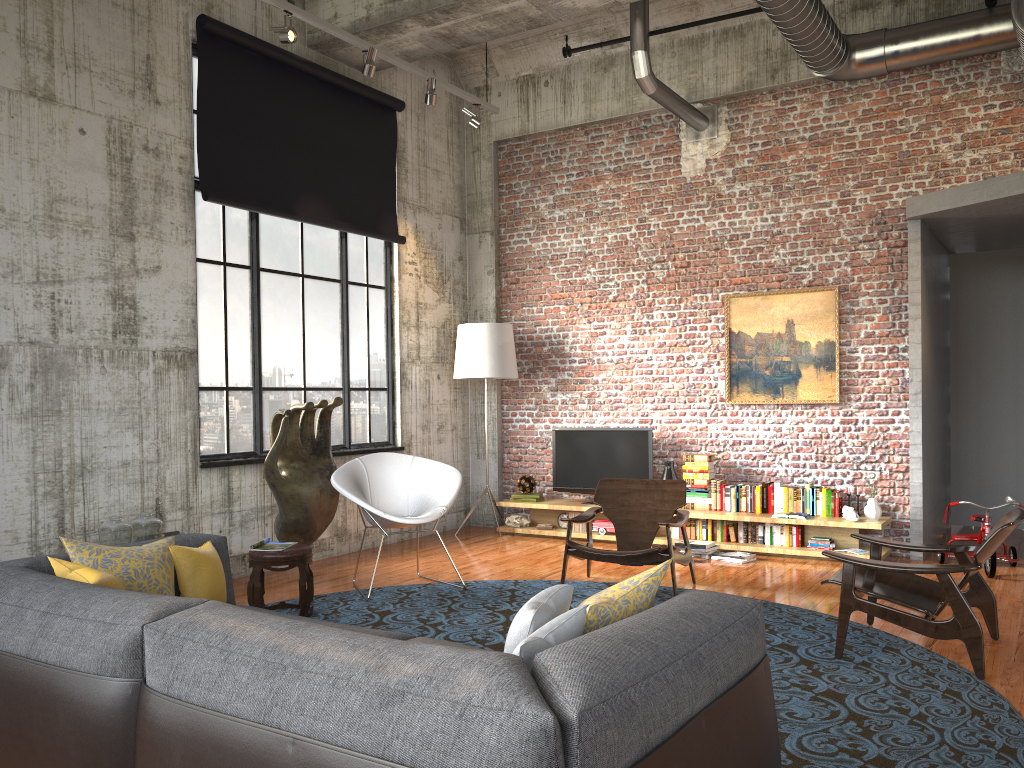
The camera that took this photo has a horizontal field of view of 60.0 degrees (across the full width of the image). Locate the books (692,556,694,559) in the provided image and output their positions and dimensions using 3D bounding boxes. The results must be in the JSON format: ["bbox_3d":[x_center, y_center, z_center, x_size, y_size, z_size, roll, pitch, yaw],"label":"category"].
[{"bbox_3d":[1.486,1.519,7.784,0.189,0.022,0.133,-1,-1,-7],"label":"books"}]

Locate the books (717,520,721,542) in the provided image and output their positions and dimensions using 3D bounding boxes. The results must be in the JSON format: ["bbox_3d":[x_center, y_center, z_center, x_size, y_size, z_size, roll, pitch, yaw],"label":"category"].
[{"bbox_3d":[1.979,1.380,8.381,0.039,0.208,0.151,0,0,32],"label":"books"}]

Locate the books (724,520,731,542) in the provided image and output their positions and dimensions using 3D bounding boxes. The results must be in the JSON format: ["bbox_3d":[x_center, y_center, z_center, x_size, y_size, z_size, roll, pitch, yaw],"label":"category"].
[{"bbox_3d":[2.031,1.373,8.344,0.030,0.220,0.158,0,0,32],"label":"books"}]

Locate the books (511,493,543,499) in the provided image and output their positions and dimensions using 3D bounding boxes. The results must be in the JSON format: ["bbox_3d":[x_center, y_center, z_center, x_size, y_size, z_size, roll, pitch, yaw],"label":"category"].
[{"bbox_3d":[0.166,1.199,9.534,0.302,0.037,0.243,-1,-1,12],"label":"books"}]

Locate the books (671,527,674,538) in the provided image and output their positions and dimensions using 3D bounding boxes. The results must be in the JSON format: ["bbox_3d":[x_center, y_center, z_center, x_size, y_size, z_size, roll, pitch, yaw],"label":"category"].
[{"bbox_3d":[1.586,1.398,8.628,0.023,0.194,0.140,0,0,32],"label":"books"}]

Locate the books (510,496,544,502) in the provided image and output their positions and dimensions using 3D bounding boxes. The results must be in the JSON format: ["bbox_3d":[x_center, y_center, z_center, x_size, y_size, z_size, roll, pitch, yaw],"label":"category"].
[{"bbox_3d":[0.167,1.236,9.534,0.302,0.037,0.243,-1,-1,24],"label":"books"}]

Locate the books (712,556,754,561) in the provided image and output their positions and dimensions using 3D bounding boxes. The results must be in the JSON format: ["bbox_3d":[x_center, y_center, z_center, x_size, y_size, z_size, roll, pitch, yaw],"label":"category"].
[{"bbox_3d":[1.958,1.528,7.848,0.307,0.017,0.231,-1,-1,30],"label":"books"}]

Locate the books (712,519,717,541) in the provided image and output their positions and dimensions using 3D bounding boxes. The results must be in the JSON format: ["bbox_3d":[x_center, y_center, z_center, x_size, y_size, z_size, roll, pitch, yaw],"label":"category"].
[{"bbox_3d":[1.951,1.373,8.422,0.052,0.225,0.156,0,1,32],"label":"books"}]

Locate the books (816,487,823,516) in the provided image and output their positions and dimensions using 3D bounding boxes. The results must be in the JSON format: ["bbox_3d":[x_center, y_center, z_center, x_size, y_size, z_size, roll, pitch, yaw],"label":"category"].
[{"bbox_3d":[2.795,1.069,8.047,0.026,0.250,0.160,0,1,31],"label":"books"}]

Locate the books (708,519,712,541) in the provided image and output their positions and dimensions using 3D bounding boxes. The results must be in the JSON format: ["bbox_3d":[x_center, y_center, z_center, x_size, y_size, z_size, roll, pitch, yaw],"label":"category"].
[{"bbox_3d":[1.905,1.377,8.428,0.030,0.220,0.158,0,0,32],"label":"books"}]

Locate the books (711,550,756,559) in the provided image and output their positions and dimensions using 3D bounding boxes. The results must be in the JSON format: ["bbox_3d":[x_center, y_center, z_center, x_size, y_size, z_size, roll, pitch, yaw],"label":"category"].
[{"bbox_3d":[1.965,1.512,7.853,0.311,0.014,0.250,-2,-1,38],"label":"books"}]

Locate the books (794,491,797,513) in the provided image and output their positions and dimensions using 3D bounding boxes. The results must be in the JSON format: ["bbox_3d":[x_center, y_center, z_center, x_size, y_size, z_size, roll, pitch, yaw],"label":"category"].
[{"bbox_3d":[2.625,1.087,8.151,0.027,0.223,0.161,0,0,31],"label":"books"}]

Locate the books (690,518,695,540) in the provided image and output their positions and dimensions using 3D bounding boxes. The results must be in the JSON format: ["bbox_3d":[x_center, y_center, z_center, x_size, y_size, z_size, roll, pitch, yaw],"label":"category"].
[{"bbox_3d":[1.762,1.383,8.522,0.049,0.213,0.148,0,1,32],"label":"books"}]

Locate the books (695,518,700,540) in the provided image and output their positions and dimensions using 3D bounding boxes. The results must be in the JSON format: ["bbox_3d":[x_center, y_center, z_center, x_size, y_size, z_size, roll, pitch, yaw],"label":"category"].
[{"bbox_3d":[1.793,1.381,8.504,0.022,0.217,0.138,0,1,32],"label":"books"}]

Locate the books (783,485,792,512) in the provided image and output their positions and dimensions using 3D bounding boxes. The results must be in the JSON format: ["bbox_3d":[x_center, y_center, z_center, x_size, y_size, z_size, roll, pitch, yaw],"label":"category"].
[{"bbox_3d":[2.550,1.073,8.196,0.034,0.253,0.183,0,0,31],"label":"books"}]

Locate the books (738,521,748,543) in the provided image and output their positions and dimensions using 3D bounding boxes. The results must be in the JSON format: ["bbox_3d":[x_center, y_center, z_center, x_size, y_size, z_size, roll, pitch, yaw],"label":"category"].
[{"bbox_3d":[2.164,1.371,8.297,0.049,0.214,0.149,0,1,32],"label":"books"}]

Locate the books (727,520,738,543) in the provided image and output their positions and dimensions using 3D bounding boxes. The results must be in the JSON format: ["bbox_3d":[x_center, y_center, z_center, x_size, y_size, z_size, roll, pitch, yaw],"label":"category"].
[{"bbox_3d":[2.082,1.356,8.323,0.088,0.256,0.153,0,1,32],"label":"books"}]

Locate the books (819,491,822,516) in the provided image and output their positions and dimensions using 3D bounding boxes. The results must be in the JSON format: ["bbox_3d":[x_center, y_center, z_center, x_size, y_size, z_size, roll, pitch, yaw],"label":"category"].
[{"bbox_3d":[2.818,1.082,8.034,0.027,0.223,0.161,0,0,31],"label":"books"}]

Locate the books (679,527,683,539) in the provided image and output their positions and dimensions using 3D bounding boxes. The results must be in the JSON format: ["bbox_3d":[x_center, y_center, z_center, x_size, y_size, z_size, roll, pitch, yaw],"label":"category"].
[{"bbox_3d":[1.668,1.366,8.582,0.046,0.252,0.153,0,1,32],"label":"books"}]

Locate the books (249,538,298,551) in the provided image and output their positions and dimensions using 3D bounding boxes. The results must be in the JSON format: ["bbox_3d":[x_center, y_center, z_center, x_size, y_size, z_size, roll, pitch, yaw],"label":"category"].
[{"bbox_3d":[-1.611,1.084,5.999,0.229,0.043,0.300,-1,-1,6],"label":"books"}]

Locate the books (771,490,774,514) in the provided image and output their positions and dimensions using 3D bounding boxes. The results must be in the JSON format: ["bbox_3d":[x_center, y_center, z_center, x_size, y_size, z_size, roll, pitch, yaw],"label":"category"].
[{"bbox_3d":[2.450,1.091,8.254,0.026,0.223,0.161,0,0,31],"label":"books"}]

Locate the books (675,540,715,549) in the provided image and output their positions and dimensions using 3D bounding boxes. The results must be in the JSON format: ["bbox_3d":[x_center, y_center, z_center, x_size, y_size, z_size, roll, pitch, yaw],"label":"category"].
[{"bbox_3d":[1.656,1.449,8.014,0.296,0.035,0.236,-1,-1,34],"label":"books"}]

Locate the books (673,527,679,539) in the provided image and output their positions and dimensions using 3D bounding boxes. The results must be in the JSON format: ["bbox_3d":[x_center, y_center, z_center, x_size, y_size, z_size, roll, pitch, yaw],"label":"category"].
[{"bbox_3d":[1.625,1.370,8.613,0.057,0.247,0.171,0,1,32],"label":"books"}]

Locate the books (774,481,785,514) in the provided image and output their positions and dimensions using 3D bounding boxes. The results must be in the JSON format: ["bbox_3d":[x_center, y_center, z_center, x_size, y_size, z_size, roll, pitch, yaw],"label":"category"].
[{"bbox_3d":[2.488,1.056,8.240,0.053,0.291,0.176,0,1,31],"label":"books"}]

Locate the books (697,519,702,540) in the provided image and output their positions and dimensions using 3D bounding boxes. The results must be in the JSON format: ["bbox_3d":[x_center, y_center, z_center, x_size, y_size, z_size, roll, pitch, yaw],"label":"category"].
[{"bbox_3d":[1.809,1.392,8.486,0.023,0.194,0.140,0,0,32],"label":"books"}]

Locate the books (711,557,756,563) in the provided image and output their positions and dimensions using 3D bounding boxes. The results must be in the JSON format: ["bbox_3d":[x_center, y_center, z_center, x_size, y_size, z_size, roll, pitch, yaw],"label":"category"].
[{"bbox_3d":[1.962,1.545,7.844,0.231,0.017,0.313,0,-1,-43],"label":"books"}]

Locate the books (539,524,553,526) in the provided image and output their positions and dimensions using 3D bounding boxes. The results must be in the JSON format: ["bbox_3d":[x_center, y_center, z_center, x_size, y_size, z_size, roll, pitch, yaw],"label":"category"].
[{"bbox_3d":[0.354,1.480,9.316,0.113,0.016,0.114,0,-1,-34],"label":"books"}]

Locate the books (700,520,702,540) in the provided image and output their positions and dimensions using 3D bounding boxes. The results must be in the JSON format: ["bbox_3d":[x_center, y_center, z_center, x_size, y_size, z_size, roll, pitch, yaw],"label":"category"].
[{"bbox_3d":[1.830,1.391,8.476,0.023,0.194,0.140,0,0,32],"label":"books"}]

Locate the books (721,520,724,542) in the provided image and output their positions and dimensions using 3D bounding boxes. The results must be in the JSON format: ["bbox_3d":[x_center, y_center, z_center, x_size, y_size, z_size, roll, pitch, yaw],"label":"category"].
[{"bbox_3d":[2.011,1.374,8.367,0.030,0.220,0.158,0,0,32],"label":"books"}]

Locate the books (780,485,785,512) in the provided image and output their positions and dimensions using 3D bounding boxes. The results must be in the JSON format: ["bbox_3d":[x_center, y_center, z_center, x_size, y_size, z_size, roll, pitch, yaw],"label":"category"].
[{"bbox_3d":[2.524,1.074,8.217,0.034,0.253,0.183,0,0,31],"label":"books"}]

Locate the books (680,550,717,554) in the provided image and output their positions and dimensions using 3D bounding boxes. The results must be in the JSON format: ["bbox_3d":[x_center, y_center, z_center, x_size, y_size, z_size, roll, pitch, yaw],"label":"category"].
[{"bbox_3d":[1.689,1.507,8.066,0.299,0.028,0.236,-1,-1,30],"label":"books"}]

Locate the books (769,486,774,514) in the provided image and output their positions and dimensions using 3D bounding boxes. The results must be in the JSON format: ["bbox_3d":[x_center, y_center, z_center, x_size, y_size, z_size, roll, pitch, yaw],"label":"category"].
[{"bbox_3d":[2.429,1.078,8.269,0.026,0.250,0.160,0,1,31],"label":"books"}]

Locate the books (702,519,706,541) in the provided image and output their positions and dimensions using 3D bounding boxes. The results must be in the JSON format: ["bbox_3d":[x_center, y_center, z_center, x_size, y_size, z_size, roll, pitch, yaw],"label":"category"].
[{"bbox_3d":[1.858,1.388,8.467,0.032,0.200,0.146,0,0,32],"label":"books"}]

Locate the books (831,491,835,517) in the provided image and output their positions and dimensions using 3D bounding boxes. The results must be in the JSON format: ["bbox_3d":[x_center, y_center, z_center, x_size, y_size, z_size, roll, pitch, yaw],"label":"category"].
[{"bbox_3d":[2.905,1.080,7.977,0.026,0.223,0.161,0,0,31],"label":"books"}]

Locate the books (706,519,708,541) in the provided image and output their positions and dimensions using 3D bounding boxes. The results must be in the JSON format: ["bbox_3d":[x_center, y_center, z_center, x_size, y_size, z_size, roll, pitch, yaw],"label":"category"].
[{"bbox_3d":[1.891,1.377,8.460,0.030,0.220,0.158,0,0,32],"label":"books"}]

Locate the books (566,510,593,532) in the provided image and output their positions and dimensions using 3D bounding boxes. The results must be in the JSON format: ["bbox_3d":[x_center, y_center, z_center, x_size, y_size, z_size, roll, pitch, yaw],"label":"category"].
[{"bbox_3d":[0.696,1.411,9.152,0.232,0.218,0.173,-1,0,32],"label":"books"}]

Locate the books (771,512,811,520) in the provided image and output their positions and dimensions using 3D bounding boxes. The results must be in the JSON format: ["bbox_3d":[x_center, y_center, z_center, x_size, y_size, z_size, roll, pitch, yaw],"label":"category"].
[{"bbox_3d":[2.503,1.177,7.936,0.317,0.040,0.214,-1,-1,32],"label":"books"}]

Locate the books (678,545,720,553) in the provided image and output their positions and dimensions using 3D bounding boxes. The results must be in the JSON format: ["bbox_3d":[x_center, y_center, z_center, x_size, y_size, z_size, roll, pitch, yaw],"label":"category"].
[{"bbox_3d":[1.679,1.479,8.030,0.320,0.028,0.262,-2,-1,42],"label":"books"}]

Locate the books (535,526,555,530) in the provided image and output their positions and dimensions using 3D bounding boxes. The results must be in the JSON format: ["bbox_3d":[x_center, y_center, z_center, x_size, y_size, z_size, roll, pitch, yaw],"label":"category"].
[{"bbox_3d":[0.344,1.517,9.333,0.211,0.020,0.162,-1,-1,-1],"label":"books"}]

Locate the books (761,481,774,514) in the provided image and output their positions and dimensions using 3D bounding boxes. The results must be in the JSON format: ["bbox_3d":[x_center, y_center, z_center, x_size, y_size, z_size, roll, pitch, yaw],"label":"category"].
[{"bbox_3d":[2.398,1.062,8.306,0.066,0.284,0.198,0,0,31],"label":"books"}]

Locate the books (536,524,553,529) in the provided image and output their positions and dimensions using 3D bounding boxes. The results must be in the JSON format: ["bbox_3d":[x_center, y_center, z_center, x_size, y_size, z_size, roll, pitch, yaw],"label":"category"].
[{"bbox_3d":[0.347,1.497,9.324,0.166,0.021,0.210,-1,-1,7],"label":"books"}]

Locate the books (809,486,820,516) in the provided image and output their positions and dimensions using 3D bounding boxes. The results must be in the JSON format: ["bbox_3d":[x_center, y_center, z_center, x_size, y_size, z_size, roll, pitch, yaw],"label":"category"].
[{"bbox_3d":[2.761,1.065,8.072,0.060,0.259,0.180,0,0,31],"label":"books"}]

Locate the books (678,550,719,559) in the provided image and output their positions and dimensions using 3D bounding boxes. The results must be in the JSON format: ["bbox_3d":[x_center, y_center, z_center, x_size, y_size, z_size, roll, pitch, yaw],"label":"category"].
[{"bbox_3d":[1.703,1.541,8.068,0.320,0.040,0.236,-1,-1,34],"label":"books"}]

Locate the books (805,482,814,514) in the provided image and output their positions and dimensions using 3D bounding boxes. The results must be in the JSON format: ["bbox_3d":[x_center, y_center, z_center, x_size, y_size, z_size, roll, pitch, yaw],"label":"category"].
[{"bbox_3d":[2.720,1.051,8.098,0.036,0.291,0.176,0,1,31],"label":"books"}]

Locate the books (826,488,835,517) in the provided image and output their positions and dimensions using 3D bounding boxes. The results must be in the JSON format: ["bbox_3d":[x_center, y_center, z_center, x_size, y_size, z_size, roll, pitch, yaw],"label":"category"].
[{"bbox_3d":[2.880,1.072,8.004,0.045,0.240,0.174,0,0,31],"label":"books"}]

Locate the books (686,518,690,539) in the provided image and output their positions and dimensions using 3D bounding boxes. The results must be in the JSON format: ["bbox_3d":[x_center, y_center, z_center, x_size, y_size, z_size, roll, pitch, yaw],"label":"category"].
[{"bbox_3d":[1.723,1.387,8.543,0.039,0.208,0.151,0,0,32],"label":"books"}]
